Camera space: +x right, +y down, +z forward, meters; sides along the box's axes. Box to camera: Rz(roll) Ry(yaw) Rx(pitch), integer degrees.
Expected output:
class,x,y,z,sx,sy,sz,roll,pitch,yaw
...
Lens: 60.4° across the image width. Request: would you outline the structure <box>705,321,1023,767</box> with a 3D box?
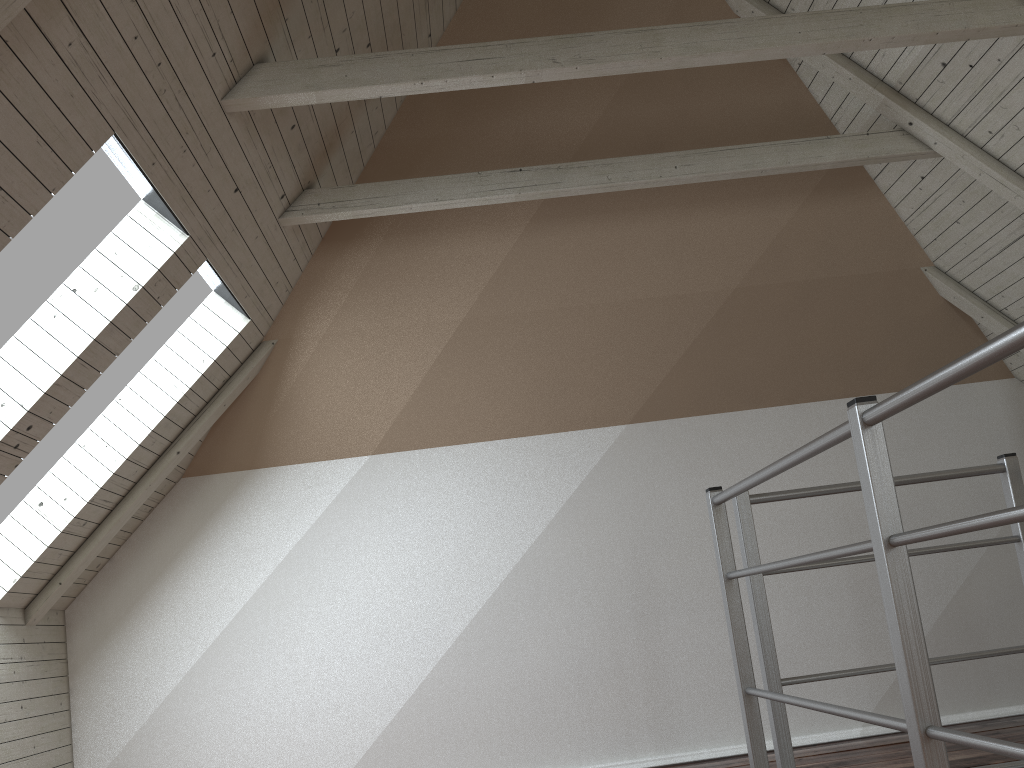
class,x,y,z,sx,sy,sz,roll,pitch,yaw
structure,0.945,0.462,1.200,0.836,0.973,1.680,-7,-13,-4
